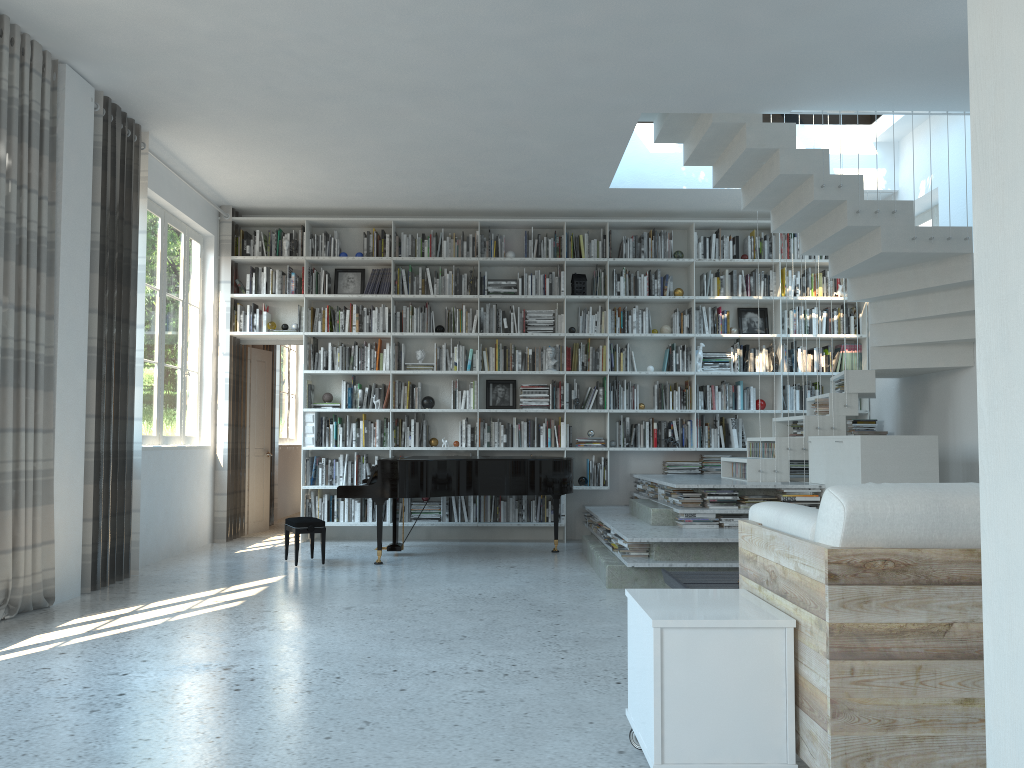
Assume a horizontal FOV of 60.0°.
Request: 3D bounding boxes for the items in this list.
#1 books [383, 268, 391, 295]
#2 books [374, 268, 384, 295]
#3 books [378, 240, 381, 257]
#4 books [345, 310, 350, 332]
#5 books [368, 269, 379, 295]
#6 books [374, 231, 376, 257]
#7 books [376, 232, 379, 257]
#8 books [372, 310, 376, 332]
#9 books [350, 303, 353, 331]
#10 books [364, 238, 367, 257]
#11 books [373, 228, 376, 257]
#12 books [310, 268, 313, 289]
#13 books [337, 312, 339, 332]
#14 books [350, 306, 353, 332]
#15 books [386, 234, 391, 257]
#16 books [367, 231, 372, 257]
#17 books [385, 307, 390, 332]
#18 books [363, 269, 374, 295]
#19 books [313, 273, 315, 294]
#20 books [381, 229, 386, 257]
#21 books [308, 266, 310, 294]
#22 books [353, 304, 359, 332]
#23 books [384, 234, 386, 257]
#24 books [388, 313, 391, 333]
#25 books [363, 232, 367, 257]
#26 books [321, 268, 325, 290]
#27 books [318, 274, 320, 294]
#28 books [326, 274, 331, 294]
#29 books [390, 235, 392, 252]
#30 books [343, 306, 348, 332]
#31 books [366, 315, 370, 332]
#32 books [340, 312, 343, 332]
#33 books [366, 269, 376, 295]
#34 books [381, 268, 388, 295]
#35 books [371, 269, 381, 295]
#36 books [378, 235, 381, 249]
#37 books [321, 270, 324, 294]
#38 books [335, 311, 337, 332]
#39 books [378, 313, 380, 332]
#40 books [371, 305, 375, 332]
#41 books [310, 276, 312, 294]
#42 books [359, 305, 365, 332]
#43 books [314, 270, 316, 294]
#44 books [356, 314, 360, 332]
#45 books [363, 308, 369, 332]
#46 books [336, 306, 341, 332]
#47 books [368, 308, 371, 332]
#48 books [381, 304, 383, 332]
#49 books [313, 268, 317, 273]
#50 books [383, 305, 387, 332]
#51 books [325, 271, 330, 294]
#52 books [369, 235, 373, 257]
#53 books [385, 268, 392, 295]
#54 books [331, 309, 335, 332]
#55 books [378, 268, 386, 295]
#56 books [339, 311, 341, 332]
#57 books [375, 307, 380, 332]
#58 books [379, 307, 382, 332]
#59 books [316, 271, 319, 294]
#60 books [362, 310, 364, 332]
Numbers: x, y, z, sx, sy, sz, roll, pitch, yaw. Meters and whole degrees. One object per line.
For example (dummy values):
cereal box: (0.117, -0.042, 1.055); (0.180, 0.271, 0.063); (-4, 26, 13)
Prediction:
books: (-1.229, -0.990, 8.786); (0.078, 0.285, 0.174); (0, -3, -1)
books: (-1.308, -0.988, 8.765); (0.097, 0.282, 0.174); (0, -3, -1)
books: (-1.298, -1.310, 8.788); (0.027, 0.190, 0.177); (0, -3, -1)
books: (-1.613, -0.602, 8.749); (0.047, 0.238, 0.162); (0, -3, -1)
books: (-1.360, -0.986, 8.766); (0.110, 0.279, 0.174); (0, -3, -1)
books: (-1.351, -1.356, 8.796); (0.013, 0.283, 0.166); (0, -3, -1)
books: (-1.329, -1.352, 8.785); (0.011, 0.274, 0.183); (0, -3, -1)
books: (-1.350, -0.598, 8.740); (0.030, 0.230, 0.172); (0, -3, -1)
books: (-1.582, -0.635, 8.754); (0.014, 0.303, 0.151); (0, -3, -1)
books: (-1.438, -1.324, 8.787); (0.028, 0.218, 0.153); (0, -3, -1)
books: (-1.365, -1.374, 8.812); (0.014, 0.320, 0.137); (0, -3, -1)
books: (-1.979, -0.993, 8.760); (0.006, 0.287, 0.148); (0, -3, -1)
books: (-1.699, -0.593, 8.738); (0.014, 0.218, 0.164); (0, -3, -1)
books: (-1.563, -0.619, 8.735); (0.023, 0.271, 0.187); (0, -3, -1)
books: (-1.222, -1.342, 8.790); (0.031, 0.254, 0.178); (0, -3, -1)
books: (-1.412, -1.355, 8.785); (0.024, 0.279, 0.188); (0, -3, -1)
books: (-1.223, -0.614, 8.744); (0.035, 0.263, 0.178); (0, -3, -1)
books: (-1.406, -0.985, 8.774); (0.110, 0.279, 0.174); (0, -3, -1)
books: (-1.941, -0.965, 8.749); (0.009, 0.228, 0.184); (0, -3, -1)
books: (-1.272, -1.364, 8.780); (0.025, 0.297, 0.163); (0, -3, -1)
books: (-1.993, -0.998, 8.750); (0.005, 0.292, 0.184); (0, -3, -1)
books: (-1.537, -0.627, 8.731); (0.030, 0.285, 0.185); (0, -3, -1)
books: (-1.249, -1.344, 8.803); (0.022, 0.260, 0.152); (0, -3, -1)
books: (-1.186, -0.585, 8.718); (0.039, 0.202, 0.236); (0, -3, -1)
books: (-1.459, -1.353, 8.801); (0.013, 0.277, 0.151); (0, -3, -1)
books: (-1.865, -0.991, 8.757); (0.005, 0.281, 0.191); (0, -3, -1)
books: (-1.888, -0.961, 8.746); (0.018, 0.218, 0.186); (0, -3, -1)
books: (-1.810, -0.958, 8.746); (0.012, 0.214, 0.185); (0, -3, -1)
books: (-1.187, -1.339, 8.805); (0.039, 0.252, 0.146); (0, -3, -1)
books: (-1.643, -0.620, 8.745); (0.014, 0.272, 0.180); (0, -3, -1)
books: (-1.416, -0.575, 8.755); (0.022, 0.186, 0.136); (0, -3, -1)
books: (-1.665, -0.592, 8.739); (0.031, 0.217, 0.173); (0, -3, -1)
books: (-1.383, -0.985, 8.784); (0.110, 0.279, 0.174); (0, -3, -1)
books: (-1.252, -0.990, 8.790); (0.078, 0.285, 0.174); (0, -3, -1)
books: (-1.338, -0.985, 8.784); (0.110, 0.279, 0.174); (0, -3, -1)
books: (-1.318, -1.340, 8.814); (0.013, 0.254, 0.129); (0, -3, -1)
books: (-1.851, -0.980, 8.747); (0.023, 0.258, 0.183); (0, -3, -1)
books: (-1.725, -0.598, 8.754); (0.012, 0.230, 0.149); (0, -3, -1)
books: (-1.306, -0.585, 8.752); (0.013, 0.206, 0.172); (0, -3, -1)
books: (-1.371, -0.623, 8.745); (0.012, 0.280, 0.188); (0, -3, -1)
books: (-1.968, -0.952, 8.762); (0.015, 0.206, 0.172); (0, -3, -1)
books: (-1.480, -0.625, 8.755); (0.025, 0.286, 0.161); (0, -3, -1)
books: (-1.928, -0.981, 8.754); (0.009, 0.260, 0.184); (0, -3, -1)
books: (-1.507, -0.582, 8.725); (0.029, 0.195, 0.192); (0, -3, -1)
books: (-1.441, -0.612, 8.758); (0.029, 0.260, 0.158); (0, -3, -1)
books: (-1.712, -0.622, 8.752); (0.012, 0.277, 0.150); (0, -3, -1)
books: (-1.394, -0.612, 8.762); (0.035, 0.260, 0.131); (0, -3, -1)
books: (-1.268, -0.629, 8.735); (0.012, 0.290, 0.182); (0, -3, -1)
books: (-1.948, -0.994, 8.766); (0.006, 0.289, 0.144); (0, -3, -1)
books: (-1.252, -0.627, 8.747); (0.022, 0.289, 0.169); (0, -3, -1)
books: (-1.823, -0.978, 8.755); (0.012, 0.254, 0.166); (0, -3, -1)
books: (-1.386, -1.340, 8.783); (0.028, 0.249, 0.155); (0, -3, -1)
books: (-1.207, -0.991, 8.773); (0.078, 0.285, 0.174); (0, -3, -1)
books: (-1.754, -0.608, 8.750); (0.047, 0.249, 0.134); (0, -3, -1)
books: (-1.275, -0.990, 8.786); (0.078, 0.285, 0.174); (0, -3, -1)
books: (-1.686, -0.598, 8.745); (0.011, 0.229, 0.170); (0, -3, -1)
books: (-1.323, -0.614, 8.740); (0.022, 0.263, 0.174); (0, -3, -1)
books: (-1.287, -0.614, 8.763); (0.024, 0.266, 0.155); (0, -3, -1)
books: (-1.911, -0.975, 8.741); (0.004, 0.246, 0.189); (0, -3, -1)
books: (-1.461, -0.599, 8.743); (0.013, 0.232, 0.171); (0, -3, -1)
